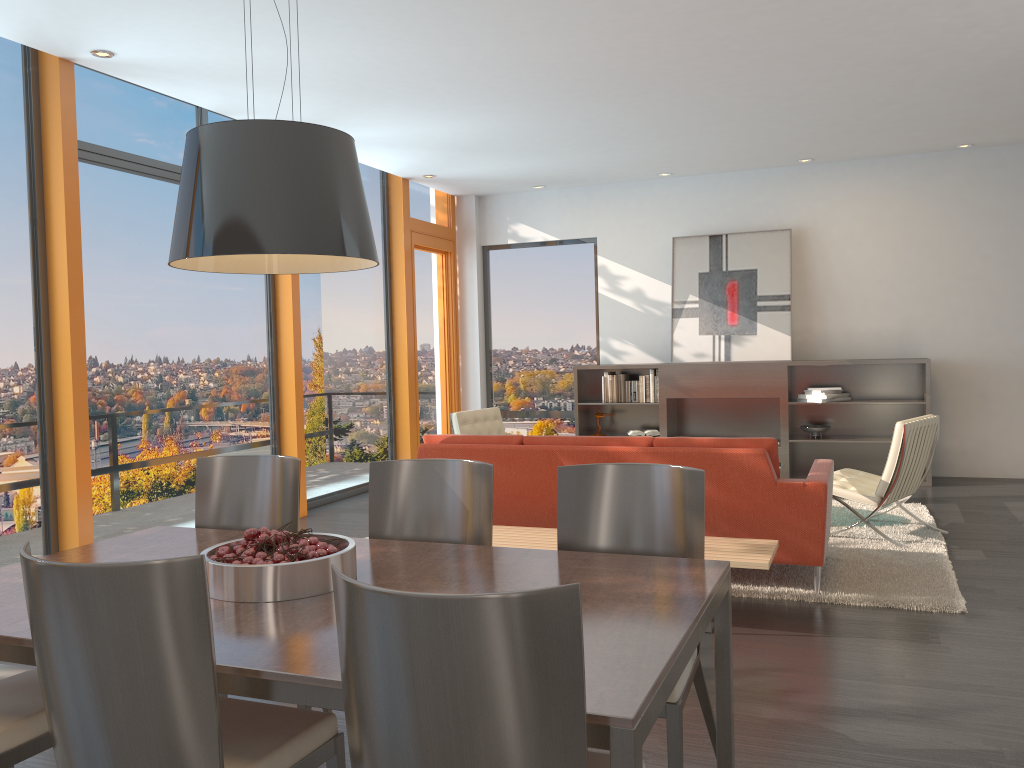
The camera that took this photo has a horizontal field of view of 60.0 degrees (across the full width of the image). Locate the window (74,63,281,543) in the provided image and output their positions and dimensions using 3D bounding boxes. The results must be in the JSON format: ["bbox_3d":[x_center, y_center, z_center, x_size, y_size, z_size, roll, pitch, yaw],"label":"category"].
[{"bbox_3d":[-2.385,-0.507,6.423,0.070,3.345,2.105,-1,2,22],"label":"window"}]

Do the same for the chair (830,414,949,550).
[{"bbox_3d":[2.473,0.628,6.013,0.707,0.817,0.700,0,3,42],"label":"chair"}]

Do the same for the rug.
[{"bbox_3d":[1.017,1.069,6.424,3.772,0.043,2.985,-1,2,22],"label":"rug"}]

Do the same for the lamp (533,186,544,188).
[{"bbox_3d":[0.290,-2.180,9.818,0.129,0.010,0.129,-2,2,-23],"label":"lamp"}]

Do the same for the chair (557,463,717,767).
[{"bbox_3d":[0.316,0.756,2.639,0.548,0.967,0.614,-1,2,22],"label":"chair"}]

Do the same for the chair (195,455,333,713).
[{"bbox_3d":[-1.043,0.772,3.182,0.548,0.967,0.614,-1,2,22],"label":"chair"}]

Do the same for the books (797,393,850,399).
[{"bbox_3d":[3.012,0.113,8.576,0.398,0.038,0.314,-3,3,-39],"label":"books"}]

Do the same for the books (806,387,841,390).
[{"bbox_3d":[3.010,0.045,8.574,0.300,0.020,0.210,-1,2,12],"label":"books"}]

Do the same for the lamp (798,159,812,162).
[{"bbox_3d":[2.900,-2.211,8.775,0.129,0.010,0.129,-2,2,-23],"label":"lamp"}]

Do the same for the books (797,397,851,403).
[{"bbox_3d":[3.013,0.151,8.577,0.398,0.038,0.314,-3,2,-29],"label":"books"}]

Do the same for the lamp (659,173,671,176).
[{"bbox_3d":[1.602,-2.196,9.293,0.129,0.010,0.129,-2,2,-23],"label":"lamp"}]

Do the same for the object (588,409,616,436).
[{"bbox_3d":[0.949,0.408,9.450,0.245,0.290,0.201,0,3,42],"label":"object"}]

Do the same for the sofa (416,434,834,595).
[{"bbox_3d":[0.570,0.699,5.408,2.597,0.852,1.038,-1,2,22],"label":"sofa"}]

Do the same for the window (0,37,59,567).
[{"bbox_3d":[-3.357,-0.387,3.988,0.070,3.345,2.925,-1,2,22],"label":"window"}]

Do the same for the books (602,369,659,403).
[{"bbox_3d":[1.271,0.015,9.249,0.592,0.339,0.324,-1,2,22],"label":"books"}]

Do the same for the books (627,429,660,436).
[{"bbox_3d":[1.379,0.515,9.246,0.336,0.064,0.234,-1,2,2],"label":"books"}]

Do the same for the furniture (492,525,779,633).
[{"bbox_3d":[0.323,0.985,4.604,2.005,0.357,0.492,-1,2,22],"label":"furniture"}]

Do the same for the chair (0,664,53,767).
[{"bbox_3d":[-1.392,0.817,2.246,0.548,0.967,0.614,-1,2,22],"label":"chair"}]

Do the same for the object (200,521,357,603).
[{"bbox_3d":[-0.658,0.482,2.509,0.427,0.154,0.427,-3,2,-24],"label":"object"}]

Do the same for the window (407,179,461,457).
[{"bbox_3d":[-0.929,-0.677,9.817,0.211,3.345,1.157,-1,2,22],"label":"window"}]

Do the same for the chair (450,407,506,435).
[{"bbox_3d":[-0.077,0.633,7.704,0.707,0.817,0.700,0,2,32],"label":"chair"}]

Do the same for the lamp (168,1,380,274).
[{"bbox_3d":[-0.677,-1.119,2.446,0.567,1.579,0.567,-3,2,-39],"label":"lamp"}]

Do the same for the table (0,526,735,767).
[{"bbox_3d":[-0.562,0.940,2.472,2.151,0.764,1.172,-1,2,22],"label":"table"}]

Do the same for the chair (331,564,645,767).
[{"bbox_3d":[-0.033,0.801,1.703,0.548,0.967,0.614,-1,2,22],"label":"chair"}]

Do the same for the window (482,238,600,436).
[{"bbox_3d":[0.342,-0.723,10.203,1.409,3.339,0.065,-1,2,22],"label":"window"}]

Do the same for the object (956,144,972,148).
[{"bbox_3d":[4.236,-2.229,8.309,0.129,0.010,0.129,-2,2,-23],"label":"object"}]

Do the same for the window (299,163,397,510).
[{"bbox_3d":[-1.613,-0.602,8.358,0.070,3.345,1.844,-1,2,22],"label":"window"}]

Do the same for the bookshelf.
[{"bbox_3d":[2.338,0.360,8.941,3.387,1.162,0.570,-1,2,22],"label":"bookshelf"}]

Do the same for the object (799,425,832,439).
[{"bbox_3d":[2.949,0.471,8.614,0.309,0.117,0.309,-3,3,-34],"label":"object"}]

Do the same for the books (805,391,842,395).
[{"bbox_3d":[3.011,0.085,8.575,0.300,0.020,0.210,-3,3,-39],"label":"books"}]

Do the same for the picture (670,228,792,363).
[{"bbox_3d":[2.237,-0.890,9.091,1.208,1.338,0.269,-1,2,22],"label":"picture"}]

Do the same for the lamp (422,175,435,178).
[{"bbox_3d":[-0.850,-2.120,9.060,0.129,0.010,0.129,-2,2,-23],"label":"lamp"}]

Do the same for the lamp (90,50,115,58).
[{"bbox_3d":[-2.395,-1.929,5.187,0.129,0.010,0.129,-2,2,-23],"label":"lamp"}]

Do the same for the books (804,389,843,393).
[{"bbox_3d":[3.011,0.065,8.574,0.300,0.020,0.210,-3,2,-28],"label":"books"}]

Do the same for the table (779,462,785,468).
[{"bbox_3d":[1.051,0.829,6.797,1.999,0.464,0.948,-1,2,23],"label":"table"}]

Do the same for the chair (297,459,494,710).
[{"bbox_3d":[-0.332,0.763,2.898,0.548,0.967,0.614,-1,2,22],"label":"chair"}]

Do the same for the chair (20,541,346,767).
[{"bbox_3d":[-0.743,0.810,1.987,0.548,0.967,0.614,-1,2,22],"label":"chair"}]
